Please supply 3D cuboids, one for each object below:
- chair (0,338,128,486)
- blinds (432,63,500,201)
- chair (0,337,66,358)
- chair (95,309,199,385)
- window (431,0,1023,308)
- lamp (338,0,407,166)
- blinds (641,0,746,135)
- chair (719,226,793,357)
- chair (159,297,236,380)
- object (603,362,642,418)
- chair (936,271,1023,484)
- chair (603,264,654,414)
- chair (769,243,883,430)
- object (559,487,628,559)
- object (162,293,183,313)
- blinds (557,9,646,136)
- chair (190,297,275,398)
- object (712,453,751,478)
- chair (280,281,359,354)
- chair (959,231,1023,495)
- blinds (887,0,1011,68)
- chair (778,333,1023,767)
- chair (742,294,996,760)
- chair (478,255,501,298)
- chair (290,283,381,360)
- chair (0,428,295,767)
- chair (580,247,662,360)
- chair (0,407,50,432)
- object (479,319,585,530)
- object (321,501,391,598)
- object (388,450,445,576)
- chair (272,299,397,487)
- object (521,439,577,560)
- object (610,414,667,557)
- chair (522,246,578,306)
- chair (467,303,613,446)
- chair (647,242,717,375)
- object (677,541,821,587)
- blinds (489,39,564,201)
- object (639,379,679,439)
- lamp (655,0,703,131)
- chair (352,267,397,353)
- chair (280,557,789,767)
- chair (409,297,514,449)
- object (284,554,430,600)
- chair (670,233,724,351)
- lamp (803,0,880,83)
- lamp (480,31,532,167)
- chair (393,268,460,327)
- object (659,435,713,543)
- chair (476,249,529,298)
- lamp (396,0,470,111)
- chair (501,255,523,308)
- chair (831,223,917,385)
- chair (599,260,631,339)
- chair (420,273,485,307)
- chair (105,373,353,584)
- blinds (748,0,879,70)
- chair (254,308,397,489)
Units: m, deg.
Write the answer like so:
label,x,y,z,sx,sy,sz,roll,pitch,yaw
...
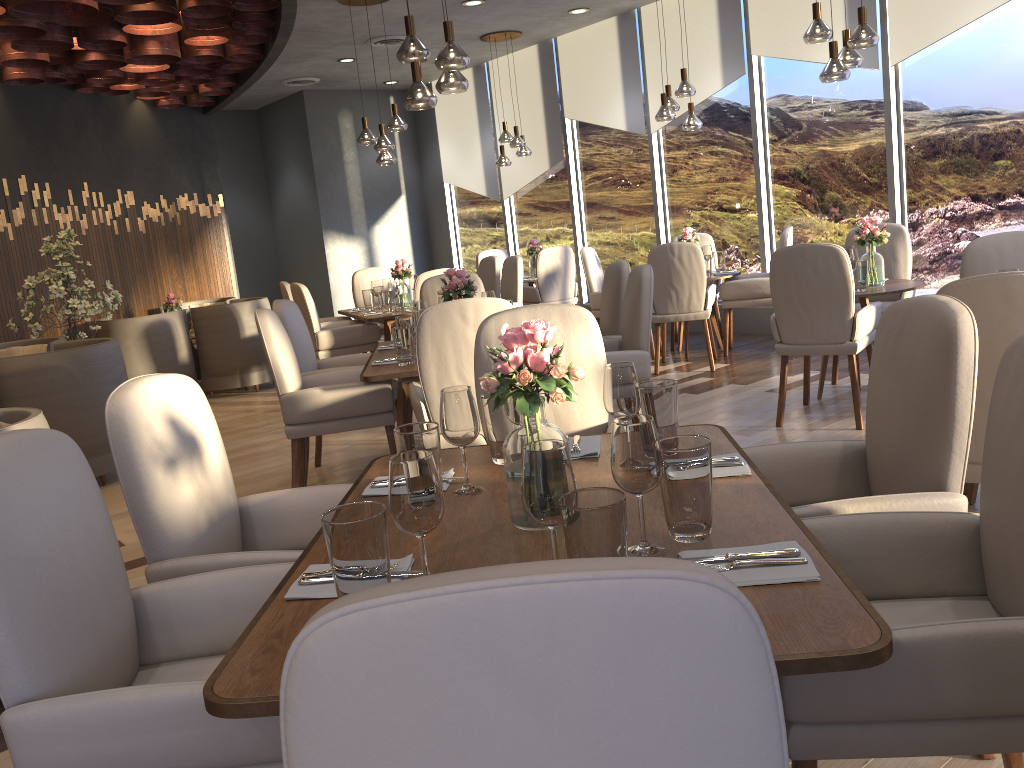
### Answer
label,x,y,z,sx,sy,sz,roll,pitch,yaw
chair,-2.625,0.178,5.377,0.595,0.833,0.778,-6,9,3
blinds,-0.655,-3.602,11.187,0.007,2.668,1.175,-13,11,-37
chair,-3.298,0.136,6.020,0.774,0.833,0.598,-7,9,-2
chair,-3.225,-0.180,7.725,0.774,0.833,0.598,-6,9,3
window,2.137,-1.462,3.507,8.057,3.184,16.209,-5,10,8
lamp,-1.117,-2.478,7.263,0.439,1.320,0.441,-6,9,2
blinds,1.605,-3.751,8.177,0.007,2.668,1.175,-13,11,-37
chair,2.034,-0.769,7.313,0.599,0.995,0.531,-3,9,19
chair,-3.060,-0.434,9.027,0.774,0.833,0.598,-5,9,7
object,0.267,0.073,2.116,0.092,0.243,0.092,-13,11,-37
chair,1.507,0.134,2.645,0.528,0.995,0.603,-1,10,29
chair,0.432,-0.064,4.397,0.600,0.995,0.531,-7,9,-1
chair,1.737,-0.302,4.913,0.528,0.995,0.603,0,11,34
object,0.131,0.259,1.356,0.102,0.177,0.103,-6,9,-1
object,-3.180,-0.651,8.329,0.198,0.414,0.211,-9,9,-15
blinds,0.837,-3.844,9.158,0.007,2.668,1.175,-13,11,-37
chair,-2.507,-0.359,8.278,0.595,0.833,0.778,-4,9,12
object,0.409,0.188,2.029,0.255,0.019,0.158,-5,10,5
chair,-1.618,-0.418,7.610,0.600,0.995,0.530,-9,9,-18
chair,2.078,-0.108,3.635,0.528,0.995,0.603,-1,10,29
blinds,3.135,-3.707,6.182,0.007,2.668,1.175,-13,11,-37
chair,0.718,0.422,1.535,0.599,0.995,0.531,-5,9,6
chair,0.747,0.318,2.094,0.599,0.995,0.531,-6,9,1
chair,-0.379,-0.639,8.070,0.601,0.995,0.530,-10,10,-23
chair,-1.394,-0.349,7.089,0.601,0.995,0.529,-11,10,-25
chair,-0.578,0.551,1.616,0.600,0.995,0.531,-7,9,-1
chair,0.945,-0.720,7.709,0.599,0.995,0.531,-3,9,18
chair,-1.701,0.546,2.780,0.596,0.833,0.777,-9,10,-17
object,0.042,0.078,1.765,0.210,0.414,0.199,-1,10,30
object,-0.242,0.289,1.418,0.102,0.177,0.103,-1,10,32
object,-0.153,0.237,1.468,0.092,0.243,0.092,-14,11,-41
chair,-0.934,0.001,4.876,0.600,0.995,0.531,-6,9,-1
object,0.065,0.217,1.441,0.092,0.243,0.092,-9,9,-17
object,0.223,0.180,1.552,0.092,0.243,0.093,-1,10,30
chair,0.375,-0.907,9.094,0.529,0.995,0.601,-10,10,-23
chair,0.101,0.284,2.677,0.528,0.995,0.603,-5,9,6
chair,1.330,-0.622,6.936,0.528,0.995,0.603,-4,9,16
object,0.364,0.295,1.464,0.255,0.019,0.158,-5,10,5
blinds,0.115,-3.510,10.204,0.007,2.668,1.175,-13,11,-37
object,0.362,0.085,2.178,0.102,0.177,0.103,-5,9,11
lamp,1.309,-2.738,7.217,0.439,1.320,0.441,2,12,45
chair,-1.214,-0.595,8.340,0.529,0.995,0.602,-9,9,-18
chair,0.054,0.585,1.041,0.528,0.995,0.602,-6,9,1
chair,-0.165,0.109,3.809,0.528,0.995,0.602,-7,9,-6
object,-0.267,0.341,1.591,0.255,0.019,0.158,-5,10,6
chair,1.644,-0.856,8.036,0.528,0.995,0.603,-4,9,15
lamp,1.862,-2.414,5.085,0.441,1.320,0.440,-12,10,-34
lamp,-0.042,-2.966,9.303,0.441,1.320,0.440,-13,11,-38
chair,-0.581,-0.387,6.801,0.529,0.995,0.601,-10,10,-23
object,0.318,0.192,1.613,0.102,0.177,0.103,-5,9,11
chair,-0.084,-1.048,10.155,0.529,0.995,0.601,-10,10,-24
lamp,-0.437,-2.023,4.330,0.440,1.320,0.440,-12,10,-32
chair,-0.176,-0.566,7.545,0.600,0.995,0.530,-9,9,-18
chair,2.382,-0.543,5.855,0.528,0.995,0.603,-1,11,33
chair,0.391,-0.160,4.956,0.600,0.995,0.530,-7,9,-6
chair,-0.333,-0.171,5.454,0.528,0.995,0.602,-7,9,-1
chair,-0.570,0.448,2.179,0.599,0.995,0.531,-5,9,6
blinds,2.357,-3.800,7.175,0.007,2.668,1.175,-13,11,-37
chair,-0.871,0.095,4.315,0.600,0.995,0.530,-8,9,-8
